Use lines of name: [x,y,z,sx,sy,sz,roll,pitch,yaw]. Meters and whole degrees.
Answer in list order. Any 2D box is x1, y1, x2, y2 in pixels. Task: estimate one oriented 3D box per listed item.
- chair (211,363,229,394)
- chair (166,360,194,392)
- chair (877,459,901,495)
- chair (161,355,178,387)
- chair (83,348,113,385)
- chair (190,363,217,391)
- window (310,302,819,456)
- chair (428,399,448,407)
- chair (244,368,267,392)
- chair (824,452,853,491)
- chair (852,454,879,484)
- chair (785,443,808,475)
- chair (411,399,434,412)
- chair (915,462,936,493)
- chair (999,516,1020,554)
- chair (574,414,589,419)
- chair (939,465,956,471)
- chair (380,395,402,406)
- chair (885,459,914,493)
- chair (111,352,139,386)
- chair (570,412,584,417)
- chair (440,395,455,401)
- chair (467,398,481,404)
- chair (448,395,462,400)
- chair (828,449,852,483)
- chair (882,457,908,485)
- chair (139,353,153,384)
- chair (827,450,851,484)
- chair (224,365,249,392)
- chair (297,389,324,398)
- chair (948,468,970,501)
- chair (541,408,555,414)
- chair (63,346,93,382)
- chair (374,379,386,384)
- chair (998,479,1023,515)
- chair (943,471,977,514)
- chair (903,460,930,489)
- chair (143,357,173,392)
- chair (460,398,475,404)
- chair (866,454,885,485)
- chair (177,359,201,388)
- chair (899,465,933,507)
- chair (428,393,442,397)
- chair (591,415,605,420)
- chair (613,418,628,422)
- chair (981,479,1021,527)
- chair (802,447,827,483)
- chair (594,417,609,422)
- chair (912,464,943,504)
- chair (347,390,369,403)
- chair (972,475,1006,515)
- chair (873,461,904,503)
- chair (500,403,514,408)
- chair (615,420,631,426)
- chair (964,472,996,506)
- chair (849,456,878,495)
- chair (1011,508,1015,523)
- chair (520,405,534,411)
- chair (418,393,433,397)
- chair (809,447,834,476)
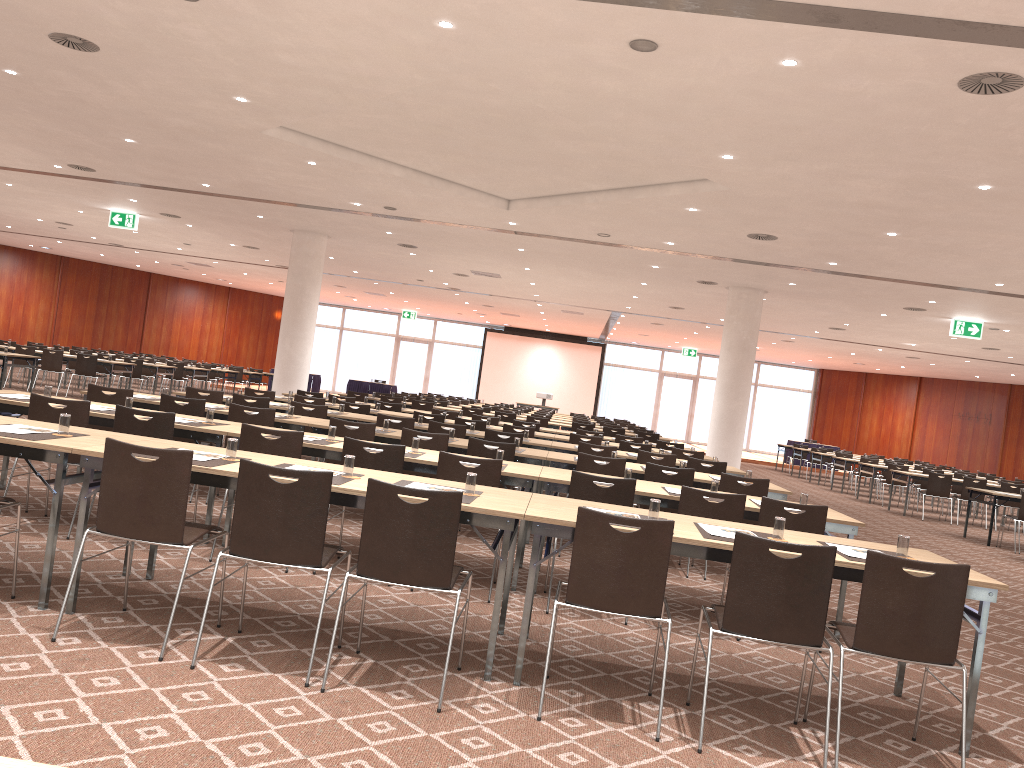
chair: [-9.357,-0.185,28.224,0.535,0.939,0.614,8,0,2]
chair: [-9.062,-0.164,24.277,0.535,0.939,0.614,8,0,6]
chair: [9.746,2.419,23.034,0.535,0.939,0.614,8,0,1]
chair: [-11.024,-0.414,28.415,0.535,0.939,0.614,8,0,2]
chair: [-11.314,-0.474,24.344,0.535,0.939,0.614,8,0,6]
chair: [-8.387,-0.072,24.151,0.535,0.939,0.614,8,0,6]
window: [1.328,-0.274,38.197,22.959,3.872,0.217,8,0,4]
chair: [-1.689,0.829,19.823,0.535,0.939,0.614,8,0,5]
chair: [-8.114,-0.014,28.142,0.535,0.939,0.614,8,0,4]
chair: [8.576,2.258,23.171,0.535,0.939,0.614,8,0,3]
chair: [9.987,2.462,24.941,0.535,0.939,0.614,8,0,2]
chair: [8.713,2.296,27.029,0.535,0.939,0.614,8,0,6]
chair: [-1.816,0.801,17.750,0.535,0.939,0.614,8,0,4]
chair: [11.510,2.671,24.840,0.535,0.939,0.614,8,0,3]
chair: [7.935,2.123,13.559,0.535,0.939,0.614,8,0,3]
chair: [1.943,1.357,25.596,0.535,0.939,0.614,8,0,6]
chair: [12.120,2.755,24.941,0.535,0.939,0.614,8,0,6]
chair: [-2.457,0.714,17.870,0.535,0.939,0.614,8,0,4]
chair: [10.950,2.594,24.959,0.535,0.939,0.614,8,0,2]
chair: [-10.604,-0.376,24.379,0.535,0.939,0.613,8,0,1]
chair: [1.959,1.369,27.522,0.535,0.939,0.614,8,0,2]
chair: [-1.915,0.827,25.774,0.535,0.939,0.614,8,0,3]
chair: [-1.247,0.929,27.734,0.535,0.939,0.614,8,0,2]
chair: [-1.814,0.851,27.849,0.535,0.939,0.614,8,0,5]
chair: [10.061,2.482,27.081,0.535,0.939,0.614,8,0,6]
chair: [11.674,2.704,26.915,0.535,0.939,0.614,8,0,1]
chair: [-11.685,-0.505,28.378,0.535,0.939,0.614,8,0,2]
chair: [9.280,2.365,25.128,0.535,0.939,0.614,8,0,5]
chair: [-8.750,-0.101,28.265,0.535,0.939,0.614,8,0,6]
chair: [-3.283,0.582,14.374,0.535,0.939,0.614,8,0,3]
chair: [11.472,2.656,22.920,0.535,0.939,0.614,8,0,2]
chair: [1.084,1.249,27.657,0.535,0.939,0.614,8,0,6]
chair: [-11.935,-0.558,24.526,0.535,0.939,0.614,8,0,1]
chair: [-4.922,0.317,32.447,0.535,0.939,0.614,8,0,6]
chair: [11.954,2.712,20.943,0.535,0.939,0.614,8,0,2]
chair: [10.631,2.531,20.971,0.535,0.939,0.614,8,0,6]
chair: [12.270,2.785,26.794,0.535,0.939,0.614,8,0,3]
chair: [-9.674,-0.248,24.377,0.535,0.939,0.614,8,0,4]
chair: [-1.339,0.907,25.771,0.535,0.939,0.614,8,0,6]
chair: [10.958,2.605,26.881,0.535,0.939,0.614,8,0,1]
chair: [-10.311,-0.316,28.428,0.535,0.939,0.614,8,0,2]
chair: [9.601,2.389,20.958,0.535,0.939,0.614,8,0,2]
chair: [-2.454,0.763,27.849,0.535,0.939,0.614,8,0,6]
chair: [2.610,1.459,27.557,0.535,0.939,0.614,8,0,3]
chair: [3.298,1.553,27.434,0.535,0.939,0.614,8,0,6]
chair: [10.478,2.499,18.895,0.535,0.939,0.614,8,0,3]
chair: [8.601,2.272,25.114,0.535,0.939,0.614,8,0,6]
chair: [2.530,1.438,25.480,0.535,0.939,0.614,8,0,4]
chair: [10.826,2.568,23.022,0.535,0.939,0.614,8,0,5]
chair: [-3.118,0.622,17.871,0.535,0.939,0.614,8,0,5]
chair: [11.243,2.614,20.849,0.535,0.939,0.614,8,0,6]
chair: [8.972,2.303,21.081,0.535,0.939,0.614,8,0,1]
chair: [-0.193,1.074,27.700,0.535,0.939,0.614,8,0,5]
chair: [3.116,1.518,25.476,0.535,0.939,0.614,8,0,4]
chair: [12.082,2.739,22.798,0.535,0.939,0.614,8,0,5]
chair: [9.152,2.337,22.992,0.535,0.939,0.614,8,0,5]
chair: [11.174,2.595,18.990,0.535,0.939,0.614,8,0,5]
chair: [0.413,1.157,27.625,0.535,0.939,0.614,8,0,3]
chair: [-2.549,0.740,25.893,0.535,0.939,0.614,8,0,1]
chair: [9.478,2.402,27.060,0.535,0.939,0.614,8,0,2]
